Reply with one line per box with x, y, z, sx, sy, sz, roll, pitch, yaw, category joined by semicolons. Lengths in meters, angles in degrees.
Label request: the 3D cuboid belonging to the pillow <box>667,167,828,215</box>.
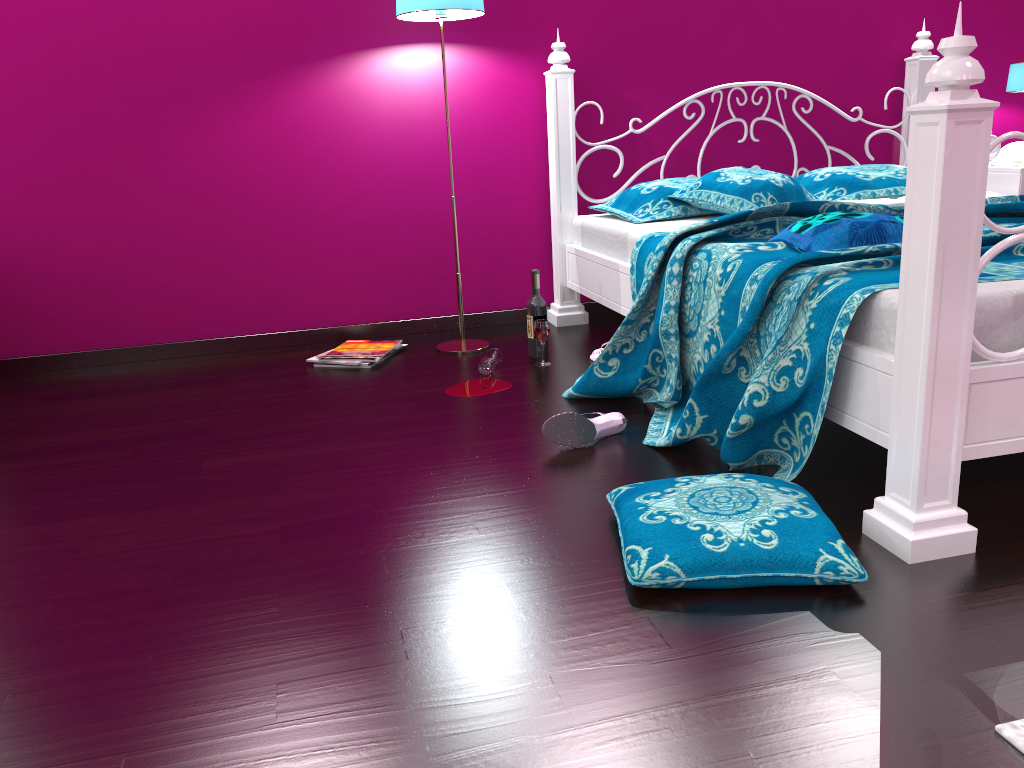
0.842;-0.686;3.172;0.418;0.176;0.404;12;22;43;pillow

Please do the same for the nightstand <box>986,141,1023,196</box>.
2.334;-0.731;3.836;0.742;0.616;0.455;-7;16;-12;nightstand

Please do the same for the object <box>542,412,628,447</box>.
0.185;0.101;2.269;0.247;0.086;0.100;-8;17;-18;object

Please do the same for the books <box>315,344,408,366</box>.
-0.553;-0.113;3.285;0.220;0.007;0.300;3;17;22;books

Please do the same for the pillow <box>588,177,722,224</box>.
0.694;-0.712;3.365;0.717;0.141;0.401;-8;16;-17;pillow

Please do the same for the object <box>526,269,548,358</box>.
0.087;-0.249;3.122;0.070;0.307;0.070;-14;19;-34;object

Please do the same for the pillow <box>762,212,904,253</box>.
0.909;-0.383;2.298;0.404;0.127;0.425;-4;16;-3;pillow

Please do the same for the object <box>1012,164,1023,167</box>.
2.074;-0.889;3.609;0.073;0.006;0.073;10;20;38;object

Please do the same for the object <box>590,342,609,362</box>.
0.332;-0.125;2.998;0.089;0.110;0.241;-9;17;-21;object

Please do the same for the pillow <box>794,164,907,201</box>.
1.406;-0.797;3.531;0.717;0.141;0.401;-6;16;-11;pillow

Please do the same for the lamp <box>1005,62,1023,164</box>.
2.216;-1.164;3.760;0.229;0.438;0.229;7;18;31;lamp

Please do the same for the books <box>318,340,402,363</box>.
-0.554;-0.122;3.275;0.221;0.012;0.300;0;16;10;books

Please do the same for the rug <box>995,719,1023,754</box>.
1.800;0.496;0.704;2.100;0.018;1.400;-7;16;-12;rug

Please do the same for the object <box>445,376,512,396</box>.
-0.113;0.012;2.802;0.221;0.007;0.184;-16;20;-39;object

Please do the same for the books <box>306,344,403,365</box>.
-0.577;-0.116;3.276;0.220;0.007;0.300;4;17;25;books

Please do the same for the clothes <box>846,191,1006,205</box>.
1.531;-0.490;3.114;1.036;0.376;0.553;-8;17;-17;clothes

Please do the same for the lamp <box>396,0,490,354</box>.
-0.218;-0.786;3.154;0.303;1.352;0.303;7;18;31;lamp

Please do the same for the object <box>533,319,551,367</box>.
0.103;-0.140;3.016;0.056;0.153;0.056;4;17;25;object

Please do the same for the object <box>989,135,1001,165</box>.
2.038;-1.006;3.787;0.106;0.140;0.033;-6;16;-10;object

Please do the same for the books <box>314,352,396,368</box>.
-0.562;-0.104;3.280;0.220;0.007;0.300;2;16;16;books

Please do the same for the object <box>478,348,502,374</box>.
-0.075;-0.075;2.996;0.056;0.056;0.153;0;16;11;object

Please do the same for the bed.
1.189;-0.616;2.670;2.167;1.143;2.317;-7;16;-12;bed

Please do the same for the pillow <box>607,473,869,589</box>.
0.394;0.262;1.658;0.417;0.101;0.401;-2;16;3;pillow
